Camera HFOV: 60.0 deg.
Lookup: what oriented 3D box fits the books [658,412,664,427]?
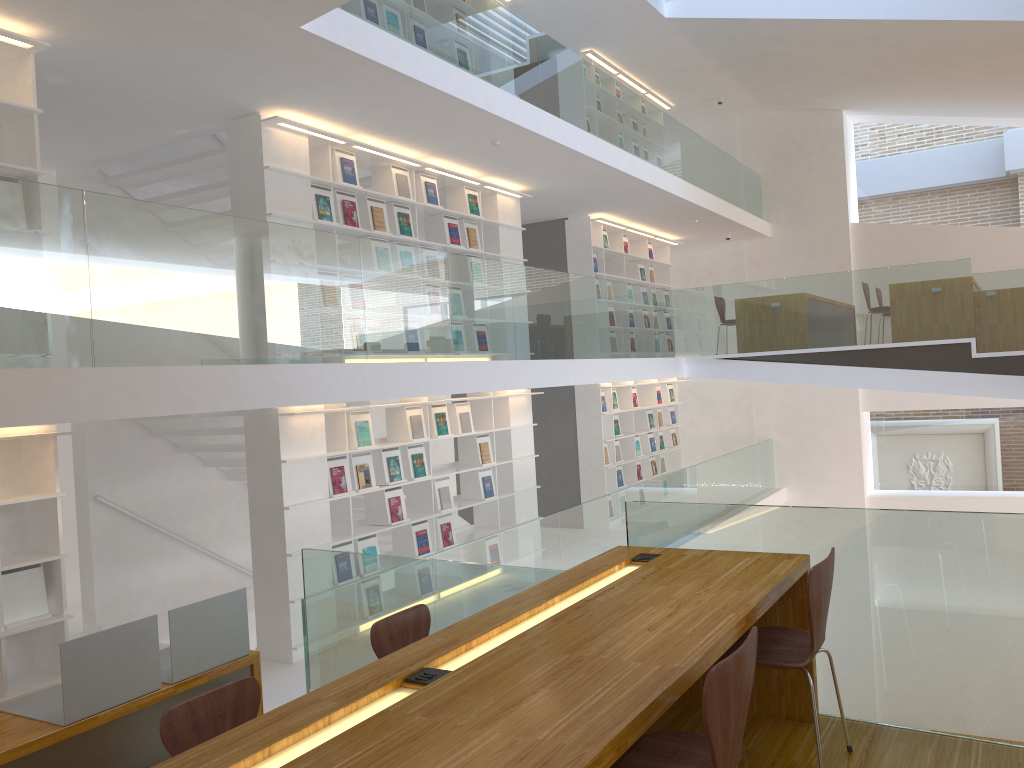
[{"bbox_3d":[2.139,0.512,12.780,0.037,0.210,0.145,-3,0,30],"label":"books"}]

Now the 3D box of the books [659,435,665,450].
[{"bbox_3d":[2.154,0.849,12.767,0.037,0.210,0.145,-3,0,30],"label":"books"}]

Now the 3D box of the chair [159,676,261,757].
[{"bbox_3d":[-0.781,1.304,2.701,0.381,0.693,0.428,-3,0,30],"label":"chair"}]

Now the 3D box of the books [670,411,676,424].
[{"bbox_3d":[2.412,0.512,13.243,0.037,0.210,0.145,-3,0,30],"label":"books"}]

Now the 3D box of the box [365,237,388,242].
[{"bbox_3d":[-1.159,-1.049,7.354,0.274,0.296,0.245,-3,0,30],"label":"box"}]

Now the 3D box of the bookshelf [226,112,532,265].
[{"bbox_3d":[-0.871,-1.052,7.842,0.498,1.836,3.666,-3,0,30],"label":"bookshelf"}]

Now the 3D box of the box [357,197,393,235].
[{"bbox_3d":[-1.179,-1.376,7.351,0.274,0.296,0.245,-3,0,30],"label":"box"}]

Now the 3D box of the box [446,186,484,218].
[{"bbox_3d":[-0.455,-1.752,8.631,0.274,0.296,0.245,-3,0,30],"label":"box"}]

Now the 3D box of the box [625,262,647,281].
[{"bbox_3d":[1.751,-1.561,12.521,0.274,0.296,0.245,-3,0,30],"label":"box"}]

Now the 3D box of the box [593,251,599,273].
[{"bbox_3d":[0.938,-1.511,11.122,0.274,0.296,0.245,-3,0,30],"label":"box"}]

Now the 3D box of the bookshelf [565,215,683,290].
[{"bbox_3d":[1.673,-1.213,12.217,0.498,1.836,2.984,-3,0,30],"label":"bookshelf"}]

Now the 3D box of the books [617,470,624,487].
[{"bbox_3d":[1.391,1.215,11.422,0.037,0.210,0.145,-3,0,30],"label":"books"}]

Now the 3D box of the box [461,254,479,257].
[{"bbox_3d":[-0.440,-1.094,8.592,0.274,0.296,0.245,-3,0,30],"label":"box"}]

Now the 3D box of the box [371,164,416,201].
[{"bbox_3d":[-1.022,-1.716,7.655,0.274,0.296,0.245,-3,0,30],"label":"box"}]

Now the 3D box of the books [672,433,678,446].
[{"bbox_3d":[2.433,0.836,13.247,0.037,0.210,0.145,-3,0,30],"label":"books"}]

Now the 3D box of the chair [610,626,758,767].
[{"bbox_3d":[0.360,0.924,2.024,0.381,0.693,0.428,-3,0,30],"label":"chair"}]

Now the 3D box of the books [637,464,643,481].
[{"bbox_3d":[1.721,1.198,11.996,0.037,0.210,0.145,-3,0,30],"label":"books"}]

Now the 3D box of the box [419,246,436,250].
[{"bbox_3d":[-0.804,-1.071,7.966,0.274,0.296,0.245,-3,0,30],"label":"box"}]

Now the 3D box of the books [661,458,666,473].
[{"bbox_3d":[2.173,1.173,12.768,0.037,0.210,0.145,-3,0,30],"label":"books"}]

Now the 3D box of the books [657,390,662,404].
[{"bbox_3d":[2.121,0.198,12.779,0.037,0.210,0.145,-3,0,30],"label":"books"}]

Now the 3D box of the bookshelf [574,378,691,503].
[{"bbox_3d":[1.793,0.845,12.222,0.498,1.836,2.984,-3,0,30],"label":"bookshelf"}]

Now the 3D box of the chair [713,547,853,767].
[{"bbox_3d":[0.847,0.894,2.864,0.381,0.693,0.428,-3,0,30],"label":"chair"}]

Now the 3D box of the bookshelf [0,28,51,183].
[{"bbox_3d":[-3.362,-0.896,3.548,0.498,1.836,2.984,-3,0,30],"label":"bookshelf"}]

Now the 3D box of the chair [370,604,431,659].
[{"bbox_3d":[-0.294,1.274,3.540,0.381,0.693,0.428,-3,0,30],"label":"chair"}]

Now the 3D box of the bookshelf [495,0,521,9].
[{"bbox_3d":[-0.991,-3.095,7.837,0.498,1.836,3.666,-3,0,30],"label":"bookshelf"}]

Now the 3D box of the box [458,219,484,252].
[{"bbox_3d":[-0.460,-1.422,8.589,0.274,0.296,0.245,-3,0,30],"label":"box"}]

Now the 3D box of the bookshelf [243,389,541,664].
[{"bbox_3d":[-0.795,1.008,7.873,0.397,1.836,3.666,-3,0,30],"label":"bookshelf"}]

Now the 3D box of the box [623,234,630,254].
[{"bbox_3d":[1.452,-1.873,12.035,0.274,0.296,0.245,-3,0,30],"label":"box"}]

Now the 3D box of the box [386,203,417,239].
[{"bbox_3d":[-1.006,-1.387,7.650,0.274,0.296,0.245,-3,0,30],"label":"box"}]

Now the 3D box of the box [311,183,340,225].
[{"bbox_3d":[-1.512,-1.357,6.779,0.274,0.296,0.245,-3,0,30],"label":"box"}]

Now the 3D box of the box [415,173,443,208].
[{"bbox_3d":[-0.812,-1.729,8.016,0.274,0.296,0.245,-3,0,30],"label":"box"}]

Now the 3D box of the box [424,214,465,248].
[{"bbox_3d":[-0.631,-1.414,8.296,0.274,0.296,0.245,-3,0,30],"label":"box"}]

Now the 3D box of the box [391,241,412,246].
[{"bbox_3d":[-0.989,-1.059,7.647,0.274,0.296,0.245,-3,0,30],"label":"box"}]

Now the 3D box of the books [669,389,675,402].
[{"bbox_3d":[2.390,0.176,13.243,0.037,0.210,0.145,-3,0,30],"label":"books"}]

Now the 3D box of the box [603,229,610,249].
[{"bbox_3d":[1.110,-1.850,11.450,0.274,0.296,0.245,-3,0,30],"label":"box"}]

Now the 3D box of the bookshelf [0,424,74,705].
[{"bbox_3d":[-3.242,1.162,3.553,0.498,1.836,2.984,-3,0,30],"label":"bookshelf"}]

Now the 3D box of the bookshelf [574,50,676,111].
[{"bbox_3d":[1.554,-3.256,12.211,0.498,1.836,2.984,-3,0,30],"label":"bookshelf"}]

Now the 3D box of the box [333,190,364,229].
[{"bbox_3d":[-1.370,-1.364,7.048,0.274,0.296,0.245,-3,0,30],"label":"box"}]

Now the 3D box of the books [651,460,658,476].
[{"bbox_3d":[2.006,1.184,12.481,0.037,0.210,0.145,-3,0,30],"label":"books"}]

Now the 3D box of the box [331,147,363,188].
[{"bbox_3d":[-1.378,-1.694,7.041,0.274,0.296,0.245,-3,0,30],"label":"box"}]
